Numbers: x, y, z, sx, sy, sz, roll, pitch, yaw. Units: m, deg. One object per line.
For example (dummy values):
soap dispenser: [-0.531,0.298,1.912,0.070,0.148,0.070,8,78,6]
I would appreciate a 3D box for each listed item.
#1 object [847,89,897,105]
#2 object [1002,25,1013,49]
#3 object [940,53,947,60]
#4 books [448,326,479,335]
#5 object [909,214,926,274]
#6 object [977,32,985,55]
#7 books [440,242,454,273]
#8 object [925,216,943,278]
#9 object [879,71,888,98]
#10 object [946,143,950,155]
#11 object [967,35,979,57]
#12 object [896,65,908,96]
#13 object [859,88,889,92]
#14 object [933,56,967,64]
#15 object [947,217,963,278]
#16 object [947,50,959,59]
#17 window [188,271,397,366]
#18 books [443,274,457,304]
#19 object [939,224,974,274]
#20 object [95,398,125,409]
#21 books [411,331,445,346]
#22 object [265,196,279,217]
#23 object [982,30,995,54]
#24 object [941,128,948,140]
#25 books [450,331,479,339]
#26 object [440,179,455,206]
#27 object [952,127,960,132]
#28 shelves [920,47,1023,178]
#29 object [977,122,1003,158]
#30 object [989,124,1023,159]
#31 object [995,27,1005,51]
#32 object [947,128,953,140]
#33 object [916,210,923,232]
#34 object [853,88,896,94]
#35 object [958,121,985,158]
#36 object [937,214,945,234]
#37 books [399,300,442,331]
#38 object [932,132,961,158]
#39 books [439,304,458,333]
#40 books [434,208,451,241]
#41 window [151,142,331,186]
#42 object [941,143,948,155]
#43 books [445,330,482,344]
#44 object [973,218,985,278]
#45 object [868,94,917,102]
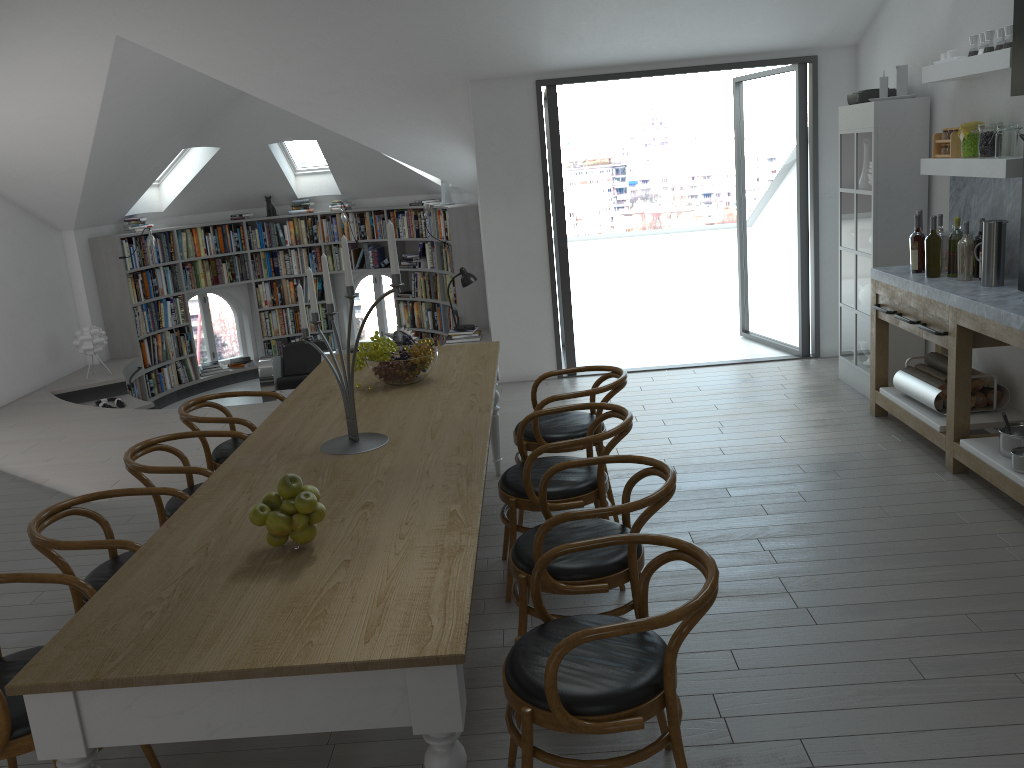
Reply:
object: [2.489,-1.946,6.098,0.298,0.119,0.301,-5,14,2]
object: [2.529,-1.761,4.506,0.064,0.123,0.068,-6,13,-4]
object: [2.554,-1.911,5.206,0.057,0.060,0.059,-5,13,1]
books: [-0.517,-0.569,9.432,0.269,0.031,0.288,-2,15,11]
object: [2.408,-0.827,5.260,0.093,0.357,0.093,4,16,35]
object: [2.541,-1.830,4.772,0.064,0.123,0.068,-6,13,-4]
books: [-0.615,-1.464,10.268,0.279,0.356,1.058,-8,14,-12]
object: [2.409,-0.781,5.067,0.093,0.356,0.093,8,18,44]
object: [2.433,-1.953,5.800,0.054,0.195,0.054,1,14,26]
object: [2.608,-1.393,5.257,0.058,0.075,0.059,1,15,24]
object: [2.543,-1.858,4.881,0.064,0.123,0.068,-6,13,-4]
object: [2.528,-1.957,5.751,0.072,0.210,0.071,1,14,25]
object: [2.487,-1.964,6.094,0.170,0.119,0.171,-5,14,2]
object: [2.553,-1.871,5.139,0.113,0.024,0.297,-5,14,2]
object: [2.516,-0.773,5.015,0.092,0.337,0.092,0,14,19]
object: [2.551,-1.898,5.133,0.054,0.070,0.054,-5,13,1]
window: [-2.890,-0.889,11.860,3.233,1.143,0.620,-8,13,-12]
books: [-0.574,-1.092,10.348,0.276,0.345,1.026,-8,14,-13]
object: [2.588,-0.794,5.170,0.184,0.284,0.185,1,15,25]
object: [-3.891,0.194,8.583,0.218,0.081,0.474,-15,17,-34]
books: [-0.887,-0.500,11.137,0.361,0.309,1.502,-15,17,-35]
object: [-3.100,-2.290,11.412,0.147,0.263,0.203,-5,13,-1]
object: [2.525,-1.807,4.690,0.064,0.123,0.068,-6,13,-4]
object: [2.602,-1.493,5.303,0.058,0.075,0.059,1,15,24]
books: [-0.515,-0.537,9.439,0.286,0.034,0.306,-7,14,-8]
object: [-0.777,-2.320,10.317,0.179,0.469,0.180,-3,13,11]
object: [2.600,-1.460,5.172,0.058,0.075,0.059,1,15,24]
shelves: [2.856,-1.109,2.660,0.480,1.353,5.586,-6,14,-4]
object: [2.584,-1.319,4.796,0.120,0.181,0.121,-1,14,16]
object: [2.584,-1.263,4.587,0.207,0.177,0.104,1,14,23]
object: [2.538,-1.785,4.597,0.064,0.123,0.068,-6,13,-4]
object: [2.601,-1.477,5.238,0.058,0.075,0.059,1,15,24]
object: [2.494,-0.886,5.430,0.085,0.357,0.089,0,14,23]
object: [2.488,-1.955,6.096,0.238,0.119,0.240,-5,14,2]
object: [2.583,-1.375,4.989,0.128,0.198,0.164,-6,13,-3]
object: [2.584,-0.859,5.355,0.085,0.329,0.086,-3,13,10]
books: [-1.081,-0.898,11.289,0.873,0.348,0.273,8,18,42]
object: [2.605,-1.416,5.250,0.120,0.145,0.239,-5,14,2]
books: [-0.575,-0.736,10.493,0.304,0.356,1.190,-9,15,-17]
books: [-0.649,-1.838,10.195,0.293,0.360,1.019,-9,15,-15]
window: [-2.571,-2.835,10.534,4.054,0.709,1.945,-5,14,2]
object: [2.609,-1.410,5.322,0.058,0.075,0.059,1,15,24]
books: [-0.512,-0.502,9.447,0.365,0.042,0.390,-5,14,2]
object: [2.609,-0.755,4.929,0.085,0.329,0.086,-3,13,10]
object: [2.490,-1.865,5.797,0.295,0.024,0.151,2,16,25]
